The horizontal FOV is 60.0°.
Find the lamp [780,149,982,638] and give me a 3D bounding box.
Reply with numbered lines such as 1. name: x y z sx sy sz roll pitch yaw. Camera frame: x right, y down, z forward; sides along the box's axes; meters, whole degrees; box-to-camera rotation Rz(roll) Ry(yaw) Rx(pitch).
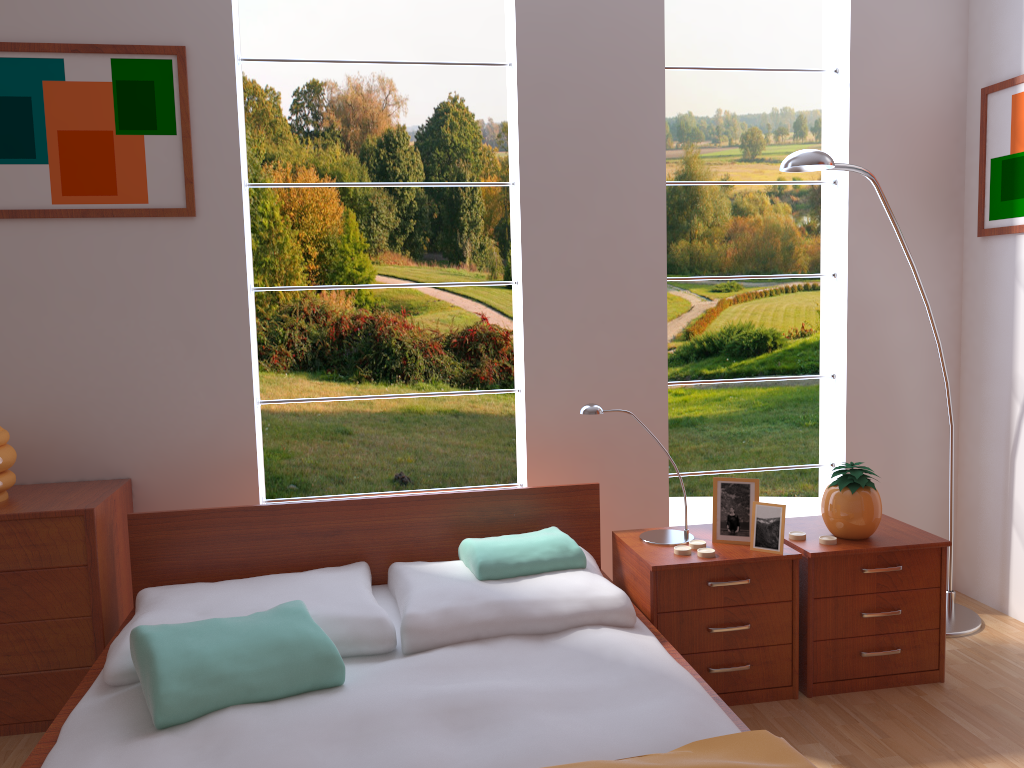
1. lamp: 1.255 0.052 2.926 0.799 1.603 0.387 -6 7 -37

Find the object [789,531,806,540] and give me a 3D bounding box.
1. object: 0.848 0.452 2.635 0.049 0.018 0.049 -4 6 -23

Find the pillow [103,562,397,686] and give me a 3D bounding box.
1. pillow: -0.685 0.628 2.357 0.682 0.157 0.574 -3 6 -16

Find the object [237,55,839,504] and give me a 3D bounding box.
1. object: 0.205 -0.536 3.090 2.205 1.815 0.033 -3 6 -10

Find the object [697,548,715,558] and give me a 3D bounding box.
1. object: 0.545 0.475 2.487 0.049 0.018 0.049 -4 6 -23

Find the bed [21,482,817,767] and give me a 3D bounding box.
1. bed: -0.170 0.716 1.798 1.632 0.560 1.990 -3 6 -10

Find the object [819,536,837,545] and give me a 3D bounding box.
1. object: 0.919 0.456 2.580 0.049 0.018 0.049 -4 6 -23

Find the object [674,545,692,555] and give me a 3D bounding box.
1. object: 0.485 0.474 2.517 0.049 0.018 0.049 -4 6 -23

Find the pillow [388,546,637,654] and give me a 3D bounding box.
1. pillow: -0.018 0.596 2.496 0.630 0.182 0.574 -3 6 -12

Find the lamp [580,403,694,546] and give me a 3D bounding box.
1. lamp: 0.379 0.261 2.612 0.337 0.421 0.163 -4 6 -22

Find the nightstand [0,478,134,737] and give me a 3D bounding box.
1. nightstand: -1.566 0.649 2.571 0.815 0.626 0.428 -3 6 -10

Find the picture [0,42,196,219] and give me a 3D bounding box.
1. picture: -1.315 -0.768 2.705 0.645 0.517 0.030 -3 6 -10

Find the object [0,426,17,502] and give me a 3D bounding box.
1. object: -1.563 0.224 2.529 0.264 0.244 0.264 -1 6 7

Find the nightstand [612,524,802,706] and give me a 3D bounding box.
1. nightstand: 0.567 0.686 2.643 0.439 0.442 0.377 -3 6 -10

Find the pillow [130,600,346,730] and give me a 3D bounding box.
1. pillow: -0.623 0.620 2.013 0.425 0.164 0.334 -5 7 -34

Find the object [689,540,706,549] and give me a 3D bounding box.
1. object: 0.538 0.467 2.570 0.049 0.018 0.049 -4 6 -23

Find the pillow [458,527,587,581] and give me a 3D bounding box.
1. pillow: 0.023 0.499 2.568 0.322 0.116 0.276 -3 6 -13

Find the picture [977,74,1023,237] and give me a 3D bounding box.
1. picture: 1.726 -0.752 2.830 0.030 0.517 0.645 -3 6 -10

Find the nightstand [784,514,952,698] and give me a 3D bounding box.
1. nightstand: 1.024 0.666 2.724 0.439 0.442 0.377 -3 6 -10

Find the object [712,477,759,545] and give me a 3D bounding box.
1. object: 0.655 0.372 2.597 0.131 0.191 0.037 1 6 20

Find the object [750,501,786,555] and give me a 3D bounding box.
1. object: 0.722 0.406 2.504 0.094 0.137 0.027 2 7 35

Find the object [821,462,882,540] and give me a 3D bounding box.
1. object: 1.009 0.344 2.635 0.169 0.223 0.170 -5 7 -31
